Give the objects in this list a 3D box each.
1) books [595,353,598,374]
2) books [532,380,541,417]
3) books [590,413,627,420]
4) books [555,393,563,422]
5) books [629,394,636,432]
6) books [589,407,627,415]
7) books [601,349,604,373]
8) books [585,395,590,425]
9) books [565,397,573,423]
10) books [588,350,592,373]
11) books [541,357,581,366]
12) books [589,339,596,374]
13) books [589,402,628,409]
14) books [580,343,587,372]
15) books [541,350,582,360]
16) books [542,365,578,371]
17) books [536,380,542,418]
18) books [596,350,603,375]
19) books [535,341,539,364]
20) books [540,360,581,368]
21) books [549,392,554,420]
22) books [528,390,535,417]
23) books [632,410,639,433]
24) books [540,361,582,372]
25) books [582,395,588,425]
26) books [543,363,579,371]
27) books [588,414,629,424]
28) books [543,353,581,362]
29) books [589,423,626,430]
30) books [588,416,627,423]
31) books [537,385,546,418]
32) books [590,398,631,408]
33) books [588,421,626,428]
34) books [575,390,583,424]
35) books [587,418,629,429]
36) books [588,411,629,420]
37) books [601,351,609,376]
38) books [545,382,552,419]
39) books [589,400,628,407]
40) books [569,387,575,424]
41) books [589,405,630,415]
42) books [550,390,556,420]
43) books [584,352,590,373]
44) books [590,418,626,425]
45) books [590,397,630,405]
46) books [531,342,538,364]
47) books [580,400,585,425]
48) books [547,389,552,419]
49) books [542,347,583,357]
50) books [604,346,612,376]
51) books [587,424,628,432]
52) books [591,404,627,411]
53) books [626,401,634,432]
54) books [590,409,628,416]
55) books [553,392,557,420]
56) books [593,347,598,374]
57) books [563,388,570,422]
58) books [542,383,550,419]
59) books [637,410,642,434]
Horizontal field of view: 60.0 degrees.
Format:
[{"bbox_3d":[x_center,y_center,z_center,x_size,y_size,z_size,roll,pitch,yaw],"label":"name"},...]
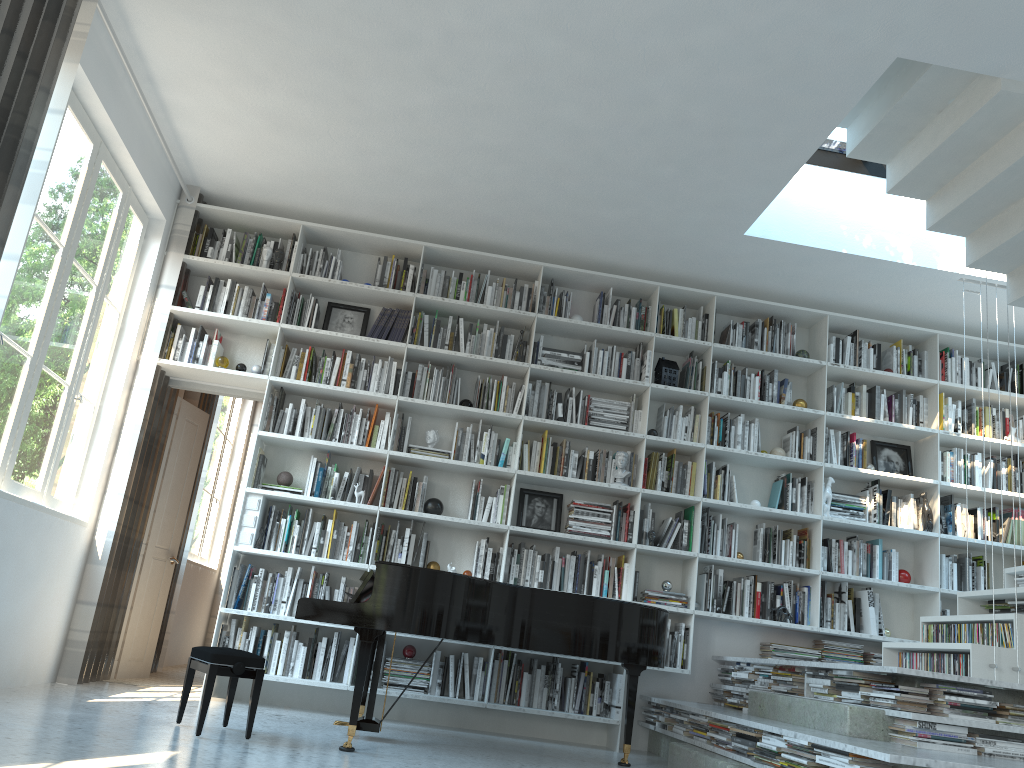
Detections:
[{"bbox_3d":[0.580,-0.100,6.278,0.011,0.203,0.133,9,-16,-5],"label":"books"},{"bbox_3d":[0.154,0.139,6.144,0.026,0.296,0.179,9,-16,-5],"label":"books"},{"bbox_3d":[0.659,0.243,6.193,0.254,0.012,0.161,9,-17,-4],"label":"books"},{"bbox_3d":[0.322,0.194,6.148,0.066,0.236,0.154,9,-16,-5],"label":"books"},{"bbox_3d":[0.829,0.239,6.216,0.012,0.318,0.140,9,-16,-5],"label":"books"},{"bbox_3d":[0.664,0.207,6.201,0.254,0.012,0.161,8,-17,-3],"label":"books"},{"bbox_3d":[0.620,-0.114,6.285,0.012,0.243,0.132,9,-16,-5],"label":"books"},{"bbox_3d":[0.508,0.216,6.155,0.013,0.246,0.177,9,-16,-5],"label":"books"},{"bbox_3d":[0.386,0.216,6.157,0.024,0.216,0.148,9,-16,-5],"label":"books"},{"bbox_3d":[0.531,-0.114,6.289,0.024,0.222,0.129,9,-16,-5],"label":"books"},{"bbox_3d":[0.337,-0.137,6.245,0.285,0.024,0.160,8,-17,0],"label":"books"},{"bbox_3d":[0.557,-0.151,6.260,0.011,0.283,0.190,9,-16,-5],"label":"books"},{"bbox_3d":[0.668,0.171,6.212,0.254,0.012,0.161,8,-17,-3],"label":"books"},{"bbox_3d":[0.493,-0.142,6.266,0.012,0.253,0.161,9,-16,-5],"label":"books"},{"bbox_3d":[0.343,-0.181,6.265,0.285,0.024,0.160,8,-17,-3],"label":"books"},{"bbox_3d":[0.329,-0.086,6.231,0.254,0.012,0.161,8,-17,0],"label":"books"},{"bbox_3d":[0.172,0.139,6.166,0.014,0.312,0.134,9,-16,-5],"label":"books"},{"bbox_3d":[0.601,-0.107,6.268,0.027,0.216,0.190,9,-16,-5],"label":"books"},{"bbox_3d":[0.162,-0.176,6.237,0.013,0.217,0.141,9,-16,-5],"label":"books"},{"bbox_3d":[0.333,-0.118,6.247,0.285,0.012,0.160,10,-17,-7],"label":"books"},{"bbox_3d":[0.256,0.188,6.150,0.014,0.232,0.147,9,-16,-5],"label":"books"},{"bbox_3d":[0.121,0.172,6.150,0.027,0.227,0.148,9,-16,-5],"label":"books"},{"bbox_3d":[0.842,0.298,6.199,0.029,0.198,0.172,9,-16,-5],"label":"books"},{"bbox_3d":[0.331,-0.108,6.241,0.285,0.012,0.160,10,-17,-8],"label":"books"},{"bbox_3d":[0.492,0.218,6.166,0.015,0.244,0.183,9,-16,-5],"label":"books"},{"bbox_3d":[0.330,-0.096,6.238,0.254,0.012,0.161,10,-17,-8],"label":"books"},{"bbox_3d":[0.657,0.254,6.190,0.285,0.012,0.160,9,-17,-4],"label":"books"},{"bbox_3d":[0.340,-0.159,6.254,0.254,0.025,0.161,10,-17,-9],"label":"books"},{"bbox_3d":[0.649,0.312,6.176,0.254,0.012,0.161,9,-17,-5],"label":"books"},{"bbox_3d":[0.656,0.265,6.185,0.254,0.012,0.161,10,-17,-7],"label":"books"},{"bbox_3d":[0.191,0.158,6.137,0.025,0.265,0.186,9,-16,-5],"label":"books"},{"bbox_3d":[0.672,0.146,6.212,0.285,0.012,0.160,11,-17,-10],"label":"books"},{"bbox_3d":[0.651,0.300,6.177,0.254,0.012,0.161,9,-17,-6],"label":"books"},{"bbox_3d":[0.453,0.198,6.159,0.021,0.268,0.192,9,-16,-5],"label":"books"},{"bbox_3d":[0.653,0.287,6.176,0.285,0.012,0.160,10,-17,-8],"label":"books"},{"bbox_3d":[0.661,0.230,6.192,0.285,0.012,0.160,8,-17,-2],"label":"books"},{"bbox_3d":[0.640,-0.101,6.274,0.028,0.218,0.184,9,-16,-5],"label":"books"},{"bbox_3d":[0.238,0.151,6.155,0.011,0.299,0.180,9,-16,-5],"label":"books"},{"bbox_3d":[0.669,0.161,6.219,0.254,0.012,0.161,9,-17,-5],"label":"books"},{"bbox_3d":[0.418,0.185,6.172,0.049,0.290,0.162,9,-16,-5],"label":"books"},{"bbox_3d":[0.665,0.196,6.207,0.285,0.012,0.160,9,-17,-6],"label":"books"},{"bbox_3d":[0.272,0.181,6.150,0.014,0.249,0.173,9,-16,-5],"label":"books"},{"bbox_3d":[0.508,-0.108,6.254,0.025,0.187,0.194,9,-16,-5],"label":"books"},{"bbox_3d":[0.655,0.276,6.181,0.254,0.012,0.161,8,-17,-3],"label":"books"},{"bbox_3d":[0.673,0.137,6.222,0.285,0.012,0.160,8,-17,-3],"label":"books"},{"bbox_3d":[0.143,-0.174,6.221,0.027,0.201,0.168,9,-16,-5],"label":"books"},{"bbox_3d":[0.470,0.230,6.168,0.024,0.215,0.133,9,-16,-5],"label":"books"},{"bbox_3d":[0.246,0.177,6.152,0.011,0.251,0.153,9,-16,-5],"label":"books"},{"bbox_3d":[0.345,-0.203,6.277,0.285,0.024,0.160,9,-17,-5],"label":"books"},{"bbox_3d":[0.669,-0.117,6.303,0.029,0.272,0.141,9,-16,-5],"label":"books"},{"bbox_3d":[0.648,0.323,6.170,0.285,0.012,0.160,9,-17,-4],"label":"books"},{"bbox_3d":[0.667,0.183,6.202,0.254,0.012,0.161,8,-17,0],"label":"books"},{"bbox_3d":[0.815,0.263,6.191,0.012,0.253,0.161,9,-16,-5],"label":"books"},{"bbox_3d":[0.662,0.218,6.196,0.254,0.012,0.161,10,-17,-8],"label":"books"},{"bbox_3d":[0.283,0.188,6.151,0.011,0.239,0.148,9,-16,-5],"label":"books"},{"bbox_3d":[0.568,-0.122,6.270,0.021,0.237,0.172,9,-16,-5],"label":"books"},{"bbox_3d":[0.367,0.181,6.171,0.022,0.284,0.131,9,-16,-5],"label":"books"},{"bbox_3d":[0.217,0.153,6.160,0.029,0.294,0.151,9,-16,-5],"label":"books"},{"bbox_3d":[0.871,0.301,6.208,0.030,0.204,0.159,9,-16,-5],"label":"books"}]
